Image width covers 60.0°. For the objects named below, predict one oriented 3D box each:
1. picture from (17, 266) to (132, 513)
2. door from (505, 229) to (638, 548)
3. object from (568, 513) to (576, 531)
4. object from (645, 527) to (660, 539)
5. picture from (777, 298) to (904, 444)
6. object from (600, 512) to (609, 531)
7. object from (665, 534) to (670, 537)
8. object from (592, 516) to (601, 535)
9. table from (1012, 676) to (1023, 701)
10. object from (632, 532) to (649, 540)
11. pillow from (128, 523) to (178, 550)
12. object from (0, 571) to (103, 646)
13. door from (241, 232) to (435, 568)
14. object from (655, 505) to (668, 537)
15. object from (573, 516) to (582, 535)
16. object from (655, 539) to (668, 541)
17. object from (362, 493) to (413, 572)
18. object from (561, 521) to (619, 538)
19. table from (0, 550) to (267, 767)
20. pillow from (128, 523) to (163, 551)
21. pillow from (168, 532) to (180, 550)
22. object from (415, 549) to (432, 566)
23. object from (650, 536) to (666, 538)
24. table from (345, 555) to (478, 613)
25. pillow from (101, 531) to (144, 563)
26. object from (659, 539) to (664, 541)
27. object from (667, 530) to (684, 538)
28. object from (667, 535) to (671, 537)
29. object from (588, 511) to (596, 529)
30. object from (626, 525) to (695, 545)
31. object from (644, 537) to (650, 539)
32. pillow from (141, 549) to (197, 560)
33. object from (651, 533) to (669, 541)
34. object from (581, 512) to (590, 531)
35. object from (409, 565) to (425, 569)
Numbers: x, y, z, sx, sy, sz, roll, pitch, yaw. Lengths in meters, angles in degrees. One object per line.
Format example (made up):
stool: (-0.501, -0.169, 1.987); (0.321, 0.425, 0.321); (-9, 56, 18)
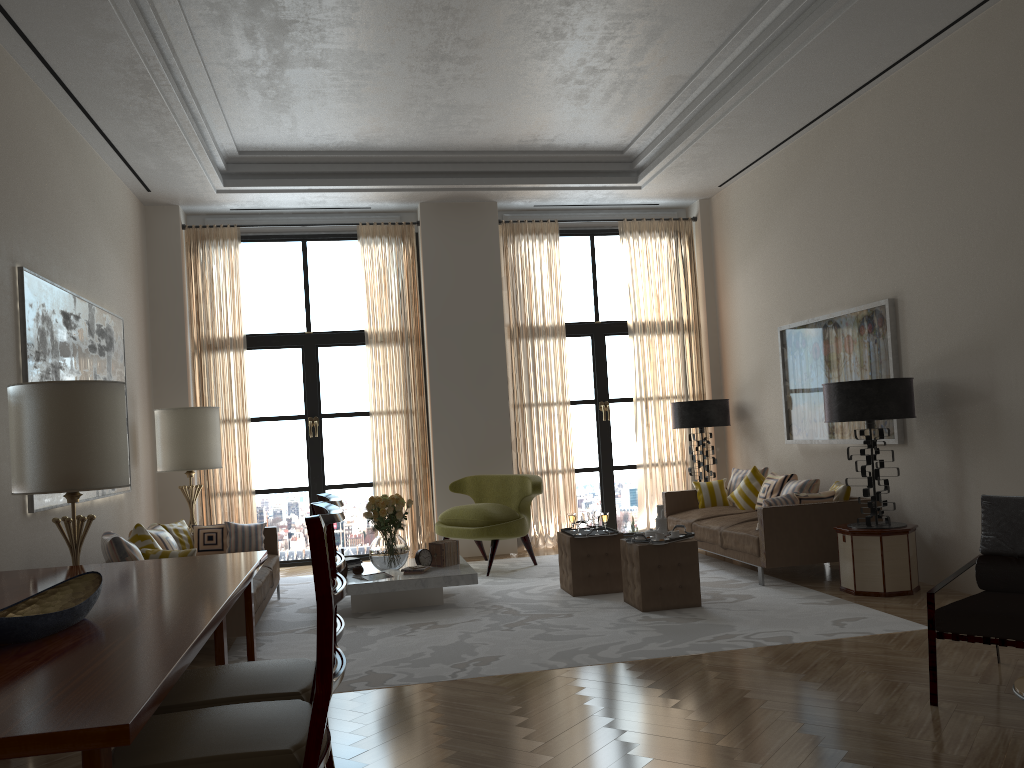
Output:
picture: (-4.183, 0.141, 8.670); (0.045, 1.997, 3.065); (-3, -3, -10)
door: (1.373, 0.006, 13.500); (3.085, 4.763, 0.240); (-3, -2, -10)
object: (0.655, 1.499, 9.616); (0.098, 0.191, 0.098); (-2, -2, -28)
object: (1.346, 1.438, 8.558); (0.176, 0.105, 0.136); (-3, -3, -14)
picture: (3.666, -0.057, 10.085); (0.080, 1.479, 2.269); (-3, -3, -12)
object: (0.991, 1.471, 9.452); (0.098, 0.191, 0.098); (-4, -2, 15)
object: (1.509, 1.469, 8.584); (0.053, 0.025, 0.049); (-1, -4, -44)
object: (0.875, 1.460, 9.145); (0.098, 0.191, 0.098); (-3, -2, -11)
table: (2.379, 1.515, 3.590); (0.585, 0.546, 0.584); (-5, -3, 29)
object: (1.225, 1.442, 8.415); (0.176, 0.067, 0.176); (-1, -4, -35)
pillow: (-3.343, 1.608, 8.377); (0.403, 0.547, 0.618); (-3, -2, -7)
object: (-1.984, 0.942, 3.679); (0.331, 0.164, 1.084); (-3, -3, 0)
door: (-2.847, 0.212, 12.736); (3.257, 4.763, 0.240); (-3, -2, -10)
object: (1.456, 1.338, 8.672); (0.113, 0.305, 0.125); (-4, -2, 27)
object: (0.692, 1.478, 9.270); (0.098, 0.191, 0.098); (-4, -2, 15)
object: (1.381, 1.458, 8.250); (0.187, 0.015, 0.041); (-2, -3, -24)
object: (-1.286, 1.575, 9.389); (0.539, 0.821, 0.628); (-3, -2, -15)
object: (0.817, 1.538, 9.423); (0.491, 0.092, 0.803); (-3, -3, -10)
table: (-2.197, 1.573, 4.031); (1.800, 1.026, 3.805); (-3, -3, -10)
pillow: (-3.220, 1.531, 7.823); (0.768, 0.616, 0.355); (-5, -3, 34)
pillow: (-3.465, 1.699, 8.739); (0.371, 0.565, 0.660); (-3, -3, -15)
object: (-0.933, 1.849, 9.389); (0.082, 0.209, 0.204); (-5, -3, 41)
object: (1.388, 1.454, 8.417); (0.186, 0.026, 0.041); (-3, -3, -2)
table: (-1.243, 2.145, 9.436); (1.583, 0.343, 1.502); (-3, -3, -10)
pillow: (-3.226, 1.525, 7.418); (0.355, 0.576, 0.624); (-2, -3, -32)
object: (1.391, 1.454, 8.216); (0.053, 0.025, 0.049); (-3, -3, -9)
object: (1.566, 1.441, 8.503); (0.176, 0.067, 0.176); (-3, -3, -11)
object: (1.537, 1.467, 8.562); (0.041, 0.015, 0.187); (-5, -4, 31)
object: (0.875, 1.491, 9.693); (0.098, 0.191, 0.098); (-5, -2, 37)
object: (1.420, 1.440, 8.487); (0.441, 0.101, 0.720); (-6, -4, 43)
object: (1.272, 1.456, 8.367); (0.052, 0.027, 0.080); (-5, -4, 37)
pillow: (-2.807, 1.558, 7.340); (0.482, 0.432, 0.318); (-3, -2, 0)
object: (1.389, 1.439, 8.317); (0.176, 0.067, 0.176); (-3, -3, -9)
object: (0.804, 1.488, 9.569); (0.098, 0.191, 0.098); (-3, -2, -11)
object: (-0.979, 1.886, 9.146); (0.139, 0.019, 0.137); (-2, -3, -26)
